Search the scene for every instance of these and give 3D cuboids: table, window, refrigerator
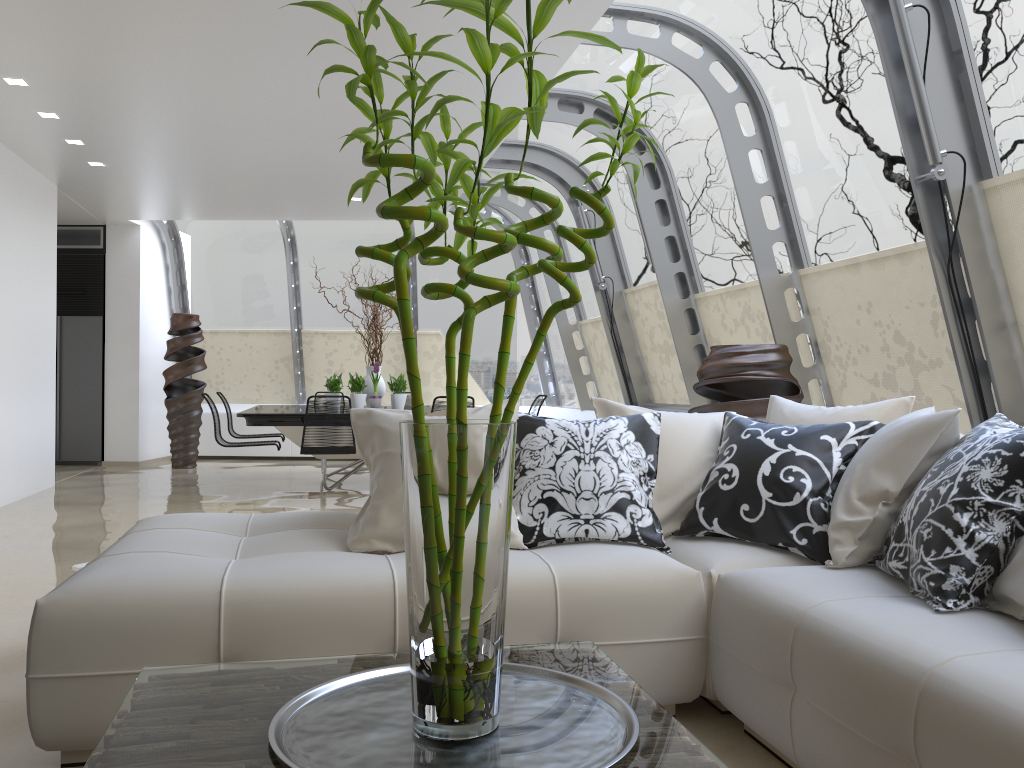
[{"bbox_3d":[-1.372,0.630,8.976,2.494,0.759,3.031,0,0,-13],"label":"table"},{"bbox_3d":[-0.193,0.792,1.488,1.007,0.448,0.923,0,0,-12],"label":"table"},{"bbox_3d":[-5.426,-0.465,5.219,16.693,3.674,16.171,0,0,-7],"label":"window"},{"bbox_3d":[-5.430,0.054,10.780,1.006,1.742,0.234,0,0,1],"label":"refrigerator"}]

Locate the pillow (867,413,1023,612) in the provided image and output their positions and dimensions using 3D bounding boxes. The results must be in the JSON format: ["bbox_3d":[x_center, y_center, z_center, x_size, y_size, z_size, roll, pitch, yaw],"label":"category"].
[{"bbox_3d":[1.188,0.315,2.303,0.382,0.467,0.608,0,0,7],"label":"pillow"}]

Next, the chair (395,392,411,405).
[{"bbox_3d":[-1.230,0.358,10.583,0.446,0.519,0.688,0,0,-13],"label":"chair"}]

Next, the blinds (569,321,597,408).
[{"bbox_3d":[0.838,0.340,11.053,0.663,2.118,1.829,0,0,-13],"label":"blinds"}]

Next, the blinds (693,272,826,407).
[{"bbox_3d":[1.739,-0.193,6.336,0.329,1.027,1.430,0,0,-13],"label":"blinds"}]

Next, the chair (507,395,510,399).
[{"bbox_3d":[-0.301,0.363,9.926,0.688,0.519,0.446,0,0,-13],"label":"chair"}]

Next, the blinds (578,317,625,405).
[{"bbox_3d":[1.062,-0.192,9.340,0.329,1.027,1.430,0,0,-13],"label":"blinds"}]

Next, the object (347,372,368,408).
[{"bbox_3d":[-1.515,0.065,8.665,0.215,0.369,0.284,0,0,21],"label":"object"}]

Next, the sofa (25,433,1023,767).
[{"bbox_3d":[0.509,0.578,1.902,3.257,0.866,4.169,0,0,-13],"label":"sofa"}]

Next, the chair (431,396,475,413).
[{"bbox_3d":[-0.542,0.356,7.530,0.446,0.519,0.688,0,0,-13],"label":"chair"}]

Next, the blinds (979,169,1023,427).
[{"bbox_3d":[2.387,-0.288,3.336,0.387,1.214,1.376,0,0,-13],"label":"blinds"}]

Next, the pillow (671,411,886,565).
[{"bbox_3d":[0.885,0.344,2.997,0.405,0.483,0.599,1,0,-44],"label":"pillow"}]

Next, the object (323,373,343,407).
[{"bbox_3d":[-1.812,0.063,9.042,0.215,0.369,0.284,0,0,26],"label":"object"}]

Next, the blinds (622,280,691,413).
[{"bbox_3d":[1.374,-0.286,7.829,0.387,1.214,1.376,0,0,-13],"label":"blinds"}]

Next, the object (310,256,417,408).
[{"bbox_3d":[-1.546,-0.526,8.981,1.031,1.549,1.135,0,0,-21],"label":"object"}]

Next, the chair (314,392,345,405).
[{"bbox_3d":[-2.133,0.350,10.379,0.446,0.519,0.688,0,0,-13],"label":"chair"}]

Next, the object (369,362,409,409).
[{"bbox_3d":[-1.211,0.017,8.870,0.417,0.476,0.238,0,0,15],"label":"object"}]

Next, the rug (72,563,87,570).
[{"bbox_3d":[-0.912,1.002,5.603,3.220,0.008,2.705,0,0,-13],"label":"rug"}]

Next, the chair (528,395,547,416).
[{"bbox_3d":[-0.020,0.363,8.681,0.688,0.519,0.446,0,0,-13],"label":"chair"}]

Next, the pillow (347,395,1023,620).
[{"bbox_3d":[1.033,0.302,2.371,1.656,0.530,3.322,1,0,-43],"label":"pillow"}]

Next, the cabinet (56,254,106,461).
[{"bbox_3d":[-6.018,-0.290,11.091,2.252,2.558,0.831,0,0,2],"label":"cabinet"}]

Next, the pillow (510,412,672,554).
[{"bbox_3d":[0.227,0.328,3.049,0.604,0.471,0.394,0,0,3],"label":"pillow"}]

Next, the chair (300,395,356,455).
[{"bbox_3d":[-1.515,0.349,7.310,0.446,0.519,0.688,0,0,-13],"label":"chair"}]

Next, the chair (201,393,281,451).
[{"bbox_3d":[-2.475,0.343,8.128,0.688,0.519,0.446,0,0,-13],"label":"chair"}]

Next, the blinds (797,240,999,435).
[{"bbox_3d":[2.078,-0.193,4.834,0.329,1.027,1.430,0,0,-13],"label":"blinds"}]

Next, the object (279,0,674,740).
[{"bbox_3d":[-0.065,-0.191,1.540,0.673,1.546,0.584,0,0,26],"label":"object"}]

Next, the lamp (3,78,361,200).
[{"bbox_3d":[-5.219,-1.934,3.289,9.775,0.004,9.928,0,0,-12],"label":"lamp"}]

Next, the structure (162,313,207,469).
[{"bbox_3d":[-3.883,0.087,10.521,0.498,1.843,0.493,0,0,-2],"label":"structure"}]

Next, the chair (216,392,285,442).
[{"bbox_3d":[-2.755,0.344,9.373,0.688,0.519,0.446,0,0,-13],"label":"chair"}]

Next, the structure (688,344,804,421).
[{"bbox_3d":[1.267,0.416,4.806,0.672,1.258,0.674,1,0,-36],"label":"structure"}]
